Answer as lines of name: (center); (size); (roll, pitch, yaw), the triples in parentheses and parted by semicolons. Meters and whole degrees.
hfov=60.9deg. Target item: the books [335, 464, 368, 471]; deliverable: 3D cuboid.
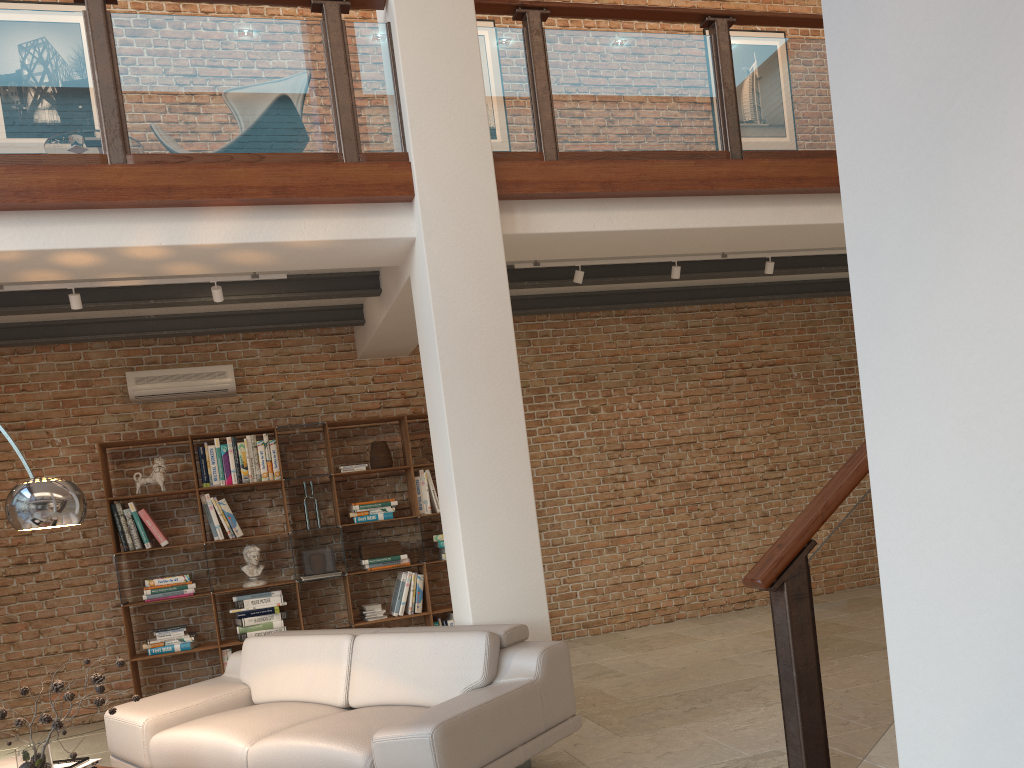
books: (-1.344, 0.698, 7.295); (0.235, 0.019, 0.173); (-4, -8, -24)

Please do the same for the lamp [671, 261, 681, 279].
lamp: (1.129, -0.779, 6.012); (0.060, 0.129, 0.086); (-7, 0, -15)

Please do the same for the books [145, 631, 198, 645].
books: (-2.715, 2.024, 6.951); (0.377, 0.018, 0.248); (-4, -8, -24)

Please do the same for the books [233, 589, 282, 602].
books: (-2.087, 1.729, 7.144); (0.377, 0.036, 0.247); (-5, -8, -17)

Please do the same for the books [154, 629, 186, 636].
books: (-2.737, 1.977, 6.976); (0.235, 0.019, 0.173); (-4, -8, -24)

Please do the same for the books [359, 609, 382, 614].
books: (-1.206, 1.923, 7.418); (0.161, 0.017, 0.255); (-5, -8, -17)

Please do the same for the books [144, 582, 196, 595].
books: (-2.722, 1.627, 6.934); (0.377, 0.036, 0.248); (-4, -8, -23)

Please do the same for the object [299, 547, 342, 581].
object: (-1.607, 1.491, 7.246); (0.334, 0.232, 0.287); (-6, -4, -17)

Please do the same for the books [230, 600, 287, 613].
books: (-2.076, 1.820, 7.135); (0.442, 0.020, 0.276); (-5, -8, -17)

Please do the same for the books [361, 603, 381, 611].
books: (-1.198, 1.898, 7.425); (0.131, 0.033, 0.209); (-4, -8, -22)

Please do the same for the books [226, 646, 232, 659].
books: (-2.280, 2.330, 7.103); (0.036, 0.383, 0.245); (-8, 0, -18)

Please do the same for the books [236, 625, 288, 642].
books: (-2.047, 2.037, 7.142); (0.377, 0.064, 0.248); (-4, -8, -22)

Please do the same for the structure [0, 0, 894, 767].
structure: (1.474, -0.737, 1.187); (10.096, 4.119, 14.036); (-5, -7, -17)

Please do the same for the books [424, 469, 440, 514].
books: (-0.705, 0.934, 7.559); (0.101, 0.383, 0.245); (-8, 0, -18)

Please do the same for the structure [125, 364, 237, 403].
structure: (-2.668, -0.003, 7.065); (0.808, 0.219, 0.202); (-5, -2, -17)

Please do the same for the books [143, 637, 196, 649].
books: (-2.729, 2.054, 6.958); (0.377, 0.036, 0.247); (-5, -8, -17)

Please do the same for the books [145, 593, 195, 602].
books: (-2.720, 1.695, 6.950); (0.353, 0.020, 0.276); (-5, -8, -17)

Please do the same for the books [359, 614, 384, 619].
books: (-1.200, 1.967, 7.420); (0.161, 0.017, 0.256); (-4, -8, -22)

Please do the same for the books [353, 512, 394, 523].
books: (-1.171, 1.136, 7.400); (0.326, 0.055, 0.257); (-6, -7, -7)

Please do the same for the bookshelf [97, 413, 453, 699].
bookshelf: (-1.618, 1.446, 7.260); (3.016, 2.198, 0.366); (-6, 2, -16)

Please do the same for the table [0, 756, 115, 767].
table: (-1.962, 1.819, 3.141); (2.234, 0.427, 1.959); (-12, -9, 34)

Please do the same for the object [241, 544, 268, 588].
object: (-2.120, 1.480, 7.120); (0.196, 0.349, 0.193); (-7, 0, -1)

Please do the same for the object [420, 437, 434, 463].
object: (-0.576, 0.571, 7.557); (0.443, 0.218, 0.434); (-10, -6, 24)

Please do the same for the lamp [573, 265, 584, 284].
lamp: (0.443, -0.722, 5.805); (0.087, 0.129, 0.058); (-7, 1, 43)

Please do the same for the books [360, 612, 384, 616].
books: (-1.191, 1.954, 7.427); (0.155, 0.008, 0.246); (-4, -8, -22)

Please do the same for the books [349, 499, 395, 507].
books: (-1.195, 1.009, 7.401); (0.353, 0.020, 0.276); (-5, -8, -18)

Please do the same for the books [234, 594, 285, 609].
books: (-2.078, 1.780, 7.152); (0.377, 0.064, 0.248); (-4, -8, -23)

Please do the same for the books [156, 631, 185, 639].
books: (-2.726, 2.002, 6.972); (0.205, 0.033, 0.134); (-5, -7, -17)

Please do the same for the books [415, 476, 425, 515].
books: (-0.820, 0.968, 7.502); (0.055, 0.329, 0.256); (-8, -1, -18)

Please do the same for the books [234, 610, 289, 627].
books: (-2.053, 1.918, 7.142); (0.376, 0.064, 0.248); (-3, -8, -30)

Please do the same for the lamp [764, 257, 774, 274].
lamp: (1.836, -0.839, 6.222); (0.060, 0.129, 0.086); (-7, 0, -15)

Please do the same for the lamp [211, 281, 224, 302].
lamp: (-1.747, -0.543, 5.167); (0.060, 0.115, 0.095); (-7, -1, -11)

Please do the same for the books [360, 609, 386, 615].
books: (-1.188, 1.942, 7.435); (0.169, 0.019, 0.240); (-4, -8, -24)

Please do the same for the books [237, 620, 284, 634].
books: (-2.061, 1.981, 7.157); (0.360, 0.055, 0.286); (-5, -7, -15)

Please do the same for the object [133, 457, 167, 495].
object: (-2.838, 0.718, 6.847); (0.251, 0.283, 0.131); (-7, 1, -9)

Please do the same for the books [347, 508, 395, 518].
books: (-1.199, 1.093, 7.400); (0.377, 0.036, 0.247); (-5, -8, -17)

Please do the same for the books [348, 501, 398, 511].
books: (-1.184, 1.034, 7.384); (0.377, 0.036, 0.248); (-4, -8, -23)

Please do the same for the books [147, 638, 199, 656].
books: (-2.702, 2.097, 6.958); (0.326, 0.055, 0.257); (-6, -7, -7)

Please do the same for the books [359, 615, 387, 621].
books: (-1.182, 1.994, 7.438); (0.169, 0.019, 0.240); (-3, -9, -29)

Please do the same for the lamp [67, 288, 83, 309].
lamp: (-2.474, -0.476, 4.941); (0.060, 0.129, 0.086); (-7, 0, -15)

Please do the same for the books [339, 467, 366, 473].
books: (-1.333, 0.722, 7.292); (0.205, 0.033, 0.134); (-5, -7, -17)

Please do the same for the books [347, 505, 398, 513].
books: (-1.184, 1.063, 7.393); (0.377, 0.018, 0.248); (-4, -8, -24)

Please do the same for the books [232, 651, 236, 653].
books: (-2.229, 2.352, 7.109); (0.057, 0.329, 0.256); (-8, -1, -18)

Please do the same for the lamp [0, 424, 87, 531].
lamp: (-2.788, 1.098, 4.137); (2.047, 2.348, 0.315); (-8, 2, 20)

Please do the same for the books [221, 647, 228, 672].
books: (-2.310, 2.331, 7.077); (0.036, 0.383, 0.245); (-8, 0, -18)

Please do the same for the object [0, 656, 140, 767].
object: (-1.705, 1.342, 3.371); (0.320, 0.605, 0.536); (-6, -1, 44)

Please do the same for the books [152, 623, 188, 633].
books: (-2.726, 1.947, 6.957); (0.251, 0.017, 0.164); (-5, -8, -17)

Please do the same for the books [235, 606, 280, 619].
books: (-2.083, 1.858, 7.120); (0.324, 0.055, 0.258); (-4, -8, -22)

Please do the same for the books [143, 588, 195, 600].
books: (-2.730, 1.666, 6.939); (0.377, 0.036, 0.248); (-4, -8, -22)

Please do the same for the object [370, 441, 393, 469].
object: (-1.109, 0.604, 7.354); (0.195, 0.232, 0.192); (-8, -2, 30)

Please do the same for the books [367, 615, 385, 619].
books: (-1.187, 1.980, 7.428); (0.155, 0.008, 0.246); (-4, -8, -22)

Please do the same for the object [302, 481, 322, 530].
object: (-1.660, 1.000, 7.202); (0.121, 0.398, 0.062); (-8, 3, -14)
